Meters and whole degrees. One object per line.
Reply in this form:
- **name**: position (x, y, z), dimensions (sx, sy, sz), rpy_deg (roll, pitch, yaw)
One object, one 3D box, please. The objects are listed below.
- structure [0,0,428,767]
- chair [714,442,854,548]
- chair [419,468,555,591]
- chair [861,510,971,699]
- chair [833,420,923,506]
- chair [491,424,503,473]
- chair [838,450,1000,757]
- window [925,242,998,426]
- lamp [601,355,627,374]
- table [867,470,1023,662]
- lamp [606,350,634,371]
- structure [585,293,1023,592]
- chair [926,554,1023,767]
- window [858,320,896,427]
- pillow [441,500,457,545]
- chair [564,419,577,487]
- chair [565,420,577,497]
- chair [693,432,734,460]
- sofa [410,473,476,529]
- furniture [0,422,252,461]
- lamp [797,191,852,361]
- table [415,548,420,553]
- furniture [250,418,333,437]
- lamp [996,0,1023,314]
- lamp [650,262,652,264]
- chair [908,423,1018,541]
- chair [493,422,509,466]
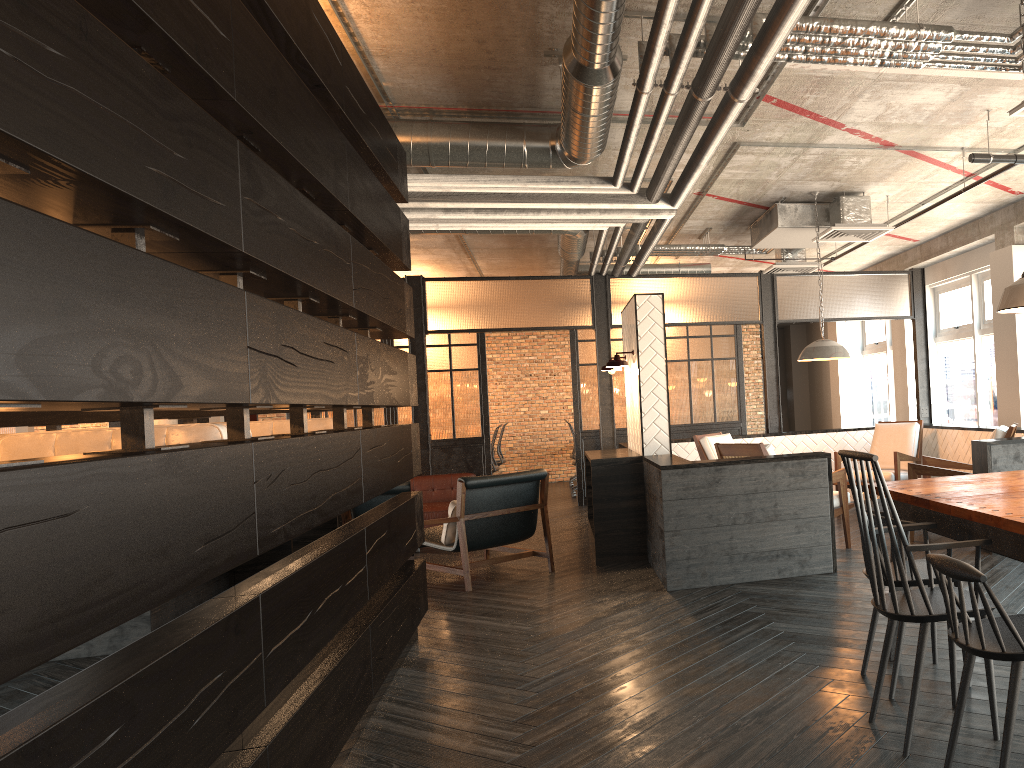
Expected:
- **structure**: position (-3.846, 0.122, 1.326), dimensions (6.512, 2.741, 5.189), rpy_deg (-3, -1, -7)
- **chair**: position (2.149, 0.884, 6.610), dimensions (1.088, 0.906, 0.611), rpy_deg (-2, -1, -37)
- **chair**: position (-0.287, 1.065, 6.384), dimensions (0.871, 0.795, 0.864), rpy_deg (-2, -1, -41)
- **chair**: position (1.717, 0.896, 3.558), dimensions (0.475, 0.737, 0.354), rpy_deg (-3, -1, -8)
- **chair**: position (3.827, 0.854, 8.575), dimensions (0.612, 0.906, 1.088), rpy_deg (-4, -1, 45)
- **chair**: position (-0.469, 1.095, 11.325), dimensions (0.744, 1.062, 0.656), rpy_deg (-3, -1, -7)
- **chair**: position (1.495, 0.744, 3.024), dimensions (0.522, 1.032, 0.434), rpy_deg (-3, 0, -7)
- **window**: position (5.780, -0.184, 10.297), dimensions (0.255, 2.873, 2.393), rpy_deg (-3, -1, 3)
- **lamp**: position (0.915, -0.174, 7.554), dimensions (0.264, 0.171, 0.165), rpy_deg (-2, -1, -39)
- **table**: position (2.259, 0.804, 2.441), dimensions (1.244, 0.791, 3.601), rpy_deg (-3, -2, 1)
- **lamp**: position (0.881, -0.194, 6.863), dimensions (0.264, 0.171, 0.165), rpy_deg (-2, -1, -39)
- **structure**: position (2.697, 0.281, 7.639), dimensions (4.223, 2.114, 3.508), rpy_deg (-3, -1, -7)
- **chair**: position (1.566, 0.879, 2.581), dimensions (0.495, 0.725, 0.354), rpy_deg (-3, -1, -8)
- **window**: position (5.915, -0.106, 12.997), dimensions (0.255, 2.873, 2.393), rpy_deg (-3, -1, 3)
- **pillow**: position (-0.183, 1.001, 6.249), dimensions (0.787, 0.334, 0.216), rpy_deg (-2, -1, -41)
- **chair**: position (1.205, 1.064, 13.260), dimensions (0.744, 1.062, 0.656), rpy_deg (-3, -1, -7)
- **chair**: position (1.127, 1.020, 11.711), dimensions (0.744, 1.062, 0.656), rpy_deg (-3, -1, -7)
- **chair**: position (2.319, 0.922, 8.118), dimensions (0.817, 0.906, 0.819), rpy_deg (-4, -1, 33)
- **sofa**: position (-1.158, 1.245, 8.094), dimensions (1.733, 0.637, 0.628), rpy_deg (-3, -1, -12)
- **furniture**: position (-1.870, 0.799, 2.593), dimensions (2.009, 1.260, 1.003), rpy_deg (-3, -1, -10)
- **lamp**: position (2.843, -0.998, 7.678), dimensions (0.518, 1.544, 0.501), rpy_deg (-3, 0, 1)
- **table**: position (-1.181, 1.349, 7.197), dimensions (0.772, 0.372, 0.656), rpy_deg (-3, -1, -12)
- **furniture**: position (-1.806, 0.836, 3.867), dimensions (2.012, 1.260, 0.551), rpy_deg (-3, -1, -13)
- **lamp**: position (2.232, -1.140, 3.587), dimensions (0.350, 1.737, 0.383), rpy_deg (-3, 0, 13)
- **lamp**: position (1.946, -1.139, 12.625), dimensions (0.310, 0.857, 3.279), rpy_deg (-3, -2, 3)
- **chair**: position (3.769, 0.807, 6.978), dimensions (0.833, 0.906, 0.807), rpy_deg (-4, -1, 28)
- **chair**: position (-0.389, 1.141, 12.921), dimensions (0.744, 1.062, 0.656), rpy_deg (-3, -1, -7)
